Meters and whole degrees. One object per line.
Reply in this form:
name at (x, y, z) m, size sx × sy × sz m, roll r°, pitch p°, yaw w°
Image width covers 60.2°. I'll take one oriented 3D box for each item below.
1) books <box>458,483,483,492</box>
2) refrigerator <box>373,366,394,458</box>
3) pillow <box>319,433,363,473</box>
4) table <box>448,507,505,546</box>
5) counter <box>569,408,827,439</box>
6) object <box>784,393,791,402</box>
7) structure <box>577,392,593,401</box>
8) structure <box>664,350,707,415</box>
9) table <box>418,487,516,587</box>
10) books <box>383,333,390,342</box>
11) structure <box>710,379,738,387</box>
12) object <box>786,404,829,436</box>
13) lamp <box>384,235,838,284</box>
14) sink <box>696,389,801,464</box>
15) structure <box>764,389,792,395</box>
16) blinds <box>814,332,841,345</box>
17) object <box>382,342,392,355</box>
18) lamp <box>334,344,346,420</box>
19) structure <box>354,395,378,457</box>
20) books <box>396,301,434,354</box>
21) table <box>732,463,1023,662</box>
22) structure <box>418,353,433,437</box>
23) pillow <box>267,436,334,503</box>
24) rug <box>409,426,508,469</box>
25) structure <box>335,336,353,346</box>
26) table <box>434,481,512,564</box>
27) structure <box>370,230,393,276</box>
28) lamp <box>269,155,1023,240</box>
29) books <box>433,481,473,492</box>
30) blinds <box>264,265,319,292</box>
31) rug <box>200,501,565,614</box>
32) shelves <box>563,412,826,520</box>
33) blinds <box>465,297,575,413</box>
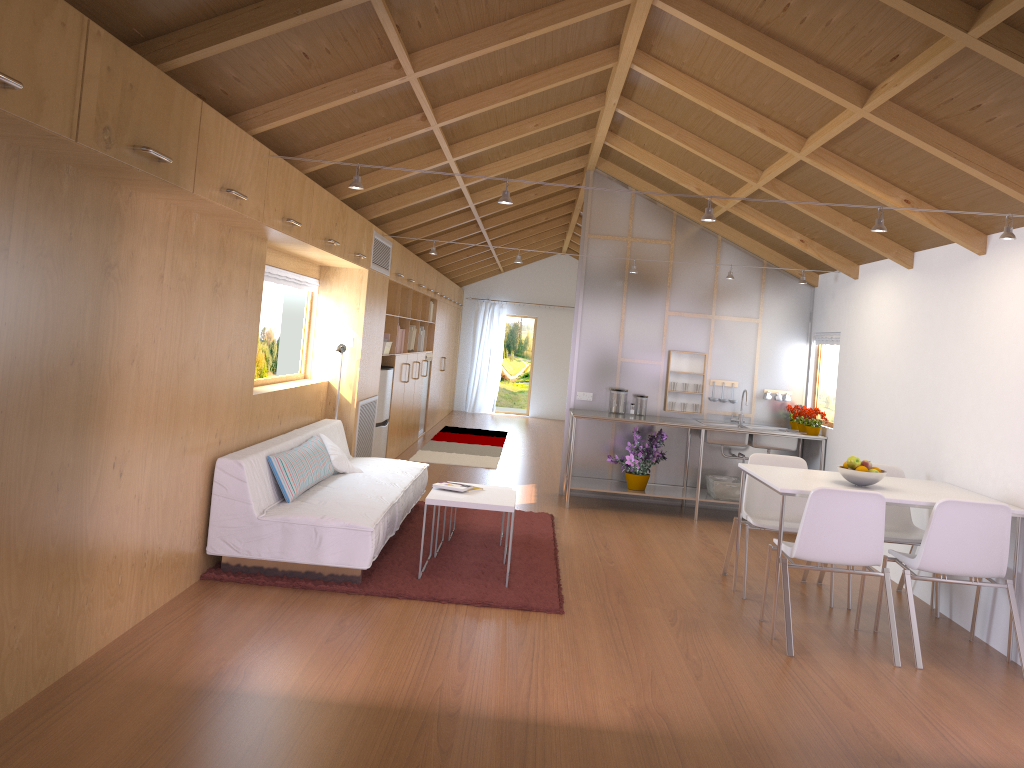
books at (-0.292, 0.613, 5.209) m, size 0.193 × 0.016 × 0.152 m, roll 7°, pitch 3°, yaw 31°
refrigerator at (-1.302, 0.331, 8.312) m, size 0.262 × 0.988 × 0.713 m, roll 5°, pitch 0°, yaw 1°
pillow at (-1.165, 0.476, 5.983) m, size 0.266 × 0.252 × 0.347 m, roll 5°, pitch 1°, yaw -35°
table at (-0.224, 0.872, 5.907) m, size 0.342 × 0.309 × 0.369 m, roll 5°, pitch 1°, yaw 1°
counter at (1.560, 0.338, 7.638) m, size 2.109 × 0.021 × 0.650 m, roll 5°, pitch 3°, yaw 2°
object at (2.466, 0.118, 7.914) m, size 0.059 × 0.080 × 0.062 m, roll 5°, pitch 0°, yaw 2°
structure at (0.656, 0.111, 7.984) m, size 0.142 × 0.071 × 0.011 m, roll 5°, pitch -2°, yaw 2°
structure at (1.558, -0.015, 7.929) m, size 0.328 × 0.546 × 0.076 m, roll 5°, pitch -2°, yaw 2°
table at (-0.241, 0.848, 5.047) m, size 0.485 × 0.439 × 0.524 m, roll 5°, pitch 1°, yaw 1°
books at (-1.253, -0.393, 8.446) m, size 0.150 × 0.193 × 0.088 m, roll 5°, pitch -1°, yaw 2°
structure at (1.909, -0.006, 7.950) m, size 0.250 × 0.051 × 0.016 m, roll 5°, pitch -1°, yaw 2°
object at (2.520, 0.303, 7.597) m, size 0.233 × 0.235 × 0.688 m, roll 5°, pitch 2°, yaw 2°
lamp at (0.818, -1.024, 7.394) m, size 3.828 × 0.153 × 0.072 m, roll 5°, pitch -1°, yaw 2°
sink at (2.027, 0.372, 7.650) m, size 0.810 × 0.641 × 0.563 m, roll 5°, pitch 0°, yaw 2°
structure at (2.390, 0.074, 7.922) m, size 0.250 × 0.032 × 0.041 m, roll 5°, pitch 1°, yaw 2°
blinds at (2.706, -0.387, 7.556) m, size 0.047 × 0.111 × 0.725 m, roll 5°, pitch 3°, yaw 1°
object at (-1.257, -0.345, 8.321) m, size 0.203 × 0.123 × 0.350 m, roll 5°, pitch 2°, yaw 1°
lamp at (-1.350, 0.287, 6.812) m, size 0.182 × 1.199 × 0.254 m, roll 6°, pitch -2°, yaw -23°
structure at (-1.239, 0.480, 7.457) m, size 0.013 × 0.722 × 0.819 m, roll 5°, pitch 1°, yaw 1°
books at (-1.187, -0.709, 10.304) m, size 0.189 × 0.658 × 3.109 m, roll 5°, pitch 3°, yaw 1°
table at (1.898, 0.914, 4.766) m, size 1.209 × 0.744 × 0.898 m, roll 5°, pitch 1°, yaw 2°
structure at (-1.256, 0.117, 11.472) m, size 0.316 × 1.081 × 0.724 m, roll 5°, pitch 0°, yaw 1°
pillow at (-1.258, 0.500, 5.362) m, size 0.171 × 0.252 × 1.041 m, roll 5°, pitch 3°, yaw 1°
rug at (-0.573, 0.754, 11.064) m, size 0.917 × 0.011 × 3.721 m, roll 5°, pitch 3°, yaw 1°
structure at (-1.324, -0.337, 6.964) m, size 0.142 × 0.071 × 0.011 m, roll 5°, pitch -2°, yaw 2°
table at (-0.231, 0.854, 5.508) m, size 0.424 × 0.384 × 0.458 m, roll 5°, pitch 1°, yaw 1°
structure at (-1.101, -1.094, 7.477) m, size 0.013 × 0.301 × 0.903 m, roll 5°, pitch 2°, yaw 1°
lamp at (0.734, -0.871, 4.204) m, size 3.828 × 0.153 × 0.072 m, roll 5°, pitch -1°, yaw 2°
books at (-0.344, 0.596, 5.142) m, size 0.193 × 0.016 × 0.152 m, roll 6°, pitch 3°, yaw 21°
blinds at (-1.557, -0.737, 6.234) m, size 0.047 × 0.111 × 1.497 m, roll 5°, pitch 3°, yaw 1°
rug at (-0.657, 1.013, 5.718) m, size 1.885 × 0.020 × 2.480 m, roll 5°, pitch 3°, yaw 1°
shelves at (1.525, 0.732, 7.627) m, size 2.092 × 0.754 × 0.632 m, roll 5°, pitch 0°, yaw 2°
blinds at (0.507, -0.415, 15.737) m, size 2.847 × 2.040 × 0.232 m, roll 5°, pitch -2°, yaw 1°
